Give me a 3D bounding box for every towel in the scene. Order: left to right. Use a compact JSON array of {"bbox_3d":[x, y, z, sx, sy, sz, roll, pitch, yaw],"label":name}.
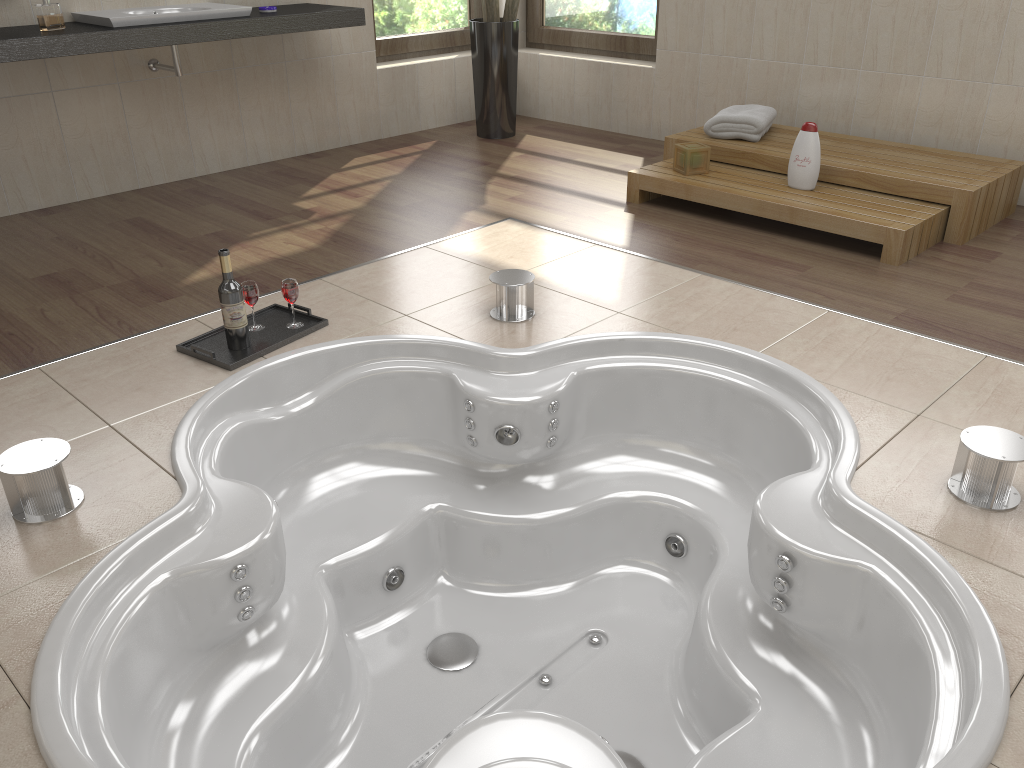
[{"bbox_3d":[1.123,-1.293,4.350,0.280,0.119,0.399,11,30,22],"label":"towel"}]

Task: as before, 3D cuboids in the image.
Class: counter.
[{"bbox_3d":[-2.041,-1.369,3.569,0.510,0.080,3.220,24,36,39],"label":"counter"}]

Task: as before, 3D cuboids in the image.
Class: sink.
[{"bbox_3d":[-1.575,-1.564,4.074,0.403,0.288,0.670,24,36,39],"label":"sink"}]

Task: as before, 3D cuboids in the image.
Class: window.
[{"bbox_3d":[-0.539,-2.958,5.134,0.117,1.934,0.998,24,36,39],"label":"window"},{"bbox_3d":[0.501,-2.950,5.099,1.124,1.934,0.117,24,36,39],"label":"window"}]

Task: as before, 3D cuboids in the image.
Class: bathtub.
[{"bbox_3d":[0.014,0.540,2.159,1.754,0.674,1.751,-1,28,0],"label":"bathtub"}]

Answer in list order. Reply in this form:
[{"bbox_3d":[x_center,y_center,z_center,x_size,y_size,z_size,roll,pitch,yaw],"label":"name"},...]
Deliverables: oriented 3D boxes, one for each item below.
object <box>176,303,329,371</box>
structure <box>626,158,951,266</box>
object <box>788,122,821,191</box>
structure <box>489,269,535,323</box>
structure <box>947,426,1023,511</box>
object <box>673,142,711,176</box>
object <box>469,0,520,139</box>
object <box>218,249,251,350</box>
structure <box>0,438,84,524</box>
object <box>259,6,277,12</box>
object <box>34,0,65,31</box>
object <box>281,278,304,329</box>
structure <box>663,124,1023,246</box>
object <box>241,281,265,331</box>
[{"bbox_3d":[-0.812,-0.164,2.793,0.250,0.040,0.400,17,33,30],"label":"object"},{"bbox_3d":[1.202,-0.809,3.875,1.280,0.140,0.620,24,36,39],"label":"structure"},{"bbox_3d":[1.226,-0.952,3.702,0.134,0.276,0.063,19,33,32],"label":"object"},{"bbox_3d":[0.001,-0.291,2.921,0.150,0.131,0.150,-22,35,-35],"label":"structure"},{"bbox_3d":[1.071,0.187,1.985,0.150,0.131,0.150,4,28,9],"label":"structure"},{"bbox_3d":[0.811,-1.017,4.001,0.120,0.120,0.120,-10,29,-18],"label":"object"},{"bbox_3d":[-0.112,-2.038,5.102,0.413,1.209,0.343,24,36,39],"label":"object"},{"bbox_3d":[-0.840,-0.255,2.659,0.070,0.307,0.070,5,28,10],"label":"object"},{"bbox_3d":[-1.050,0.215,1.978,0.150,0.131,0.150,-19,33,-31],"label":"structure"},{"bbox_3d":[-1.179,-1.808,4.280,0.083,0.020,0.083,-16,31,-27],"label":"object"},{"bbox_3d":[-1.883,-1.510,3.608,0.040,0.130,0.100,9,29,18],"label":"object"},{"bbox_3d":[-0.701,-0.257,2.825,0.055,0.153,0.055,19,33,33],"label":"object"},{"bbox_3d":[1.479,-0.980,4.111,1.450,0.220,0.620,24,36,39],"label":"structure"},{"bbox_3d":[-0.824,-0.248,2.811,0.055,0.153,0.055,19,33,33],"label":"object"}]
